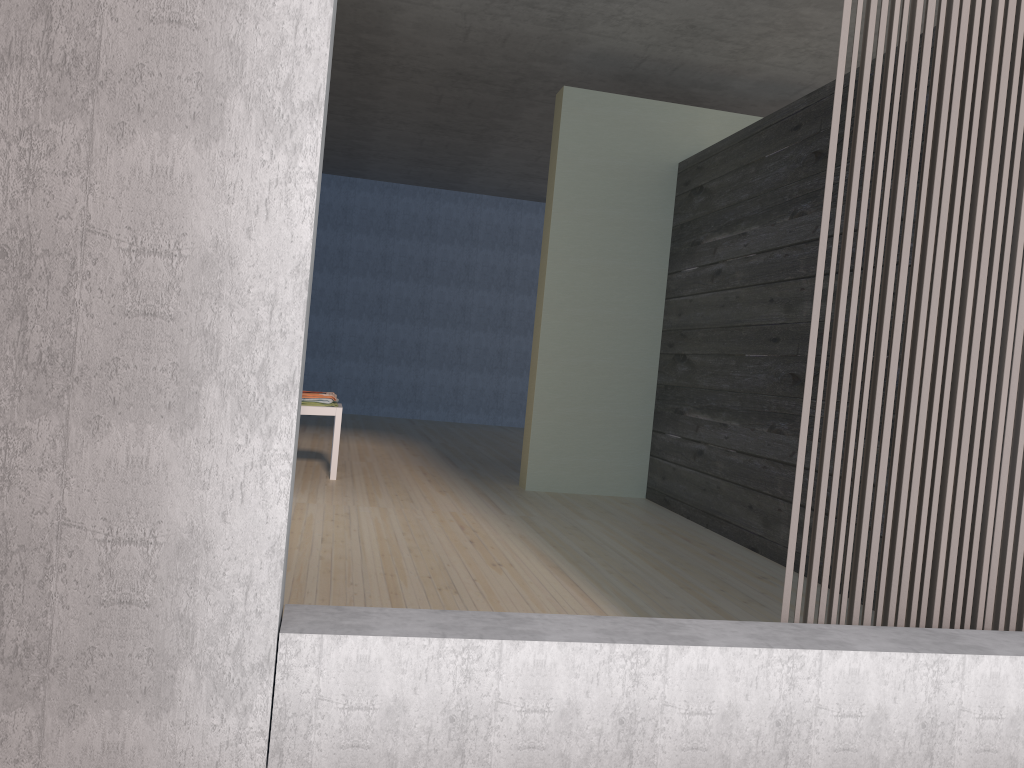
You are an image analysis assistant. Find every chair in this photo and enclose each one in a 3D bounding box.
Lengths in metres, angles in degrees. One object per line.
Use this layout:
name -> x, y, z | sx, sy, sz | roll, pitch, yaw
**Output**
chair -> -1.262, 0.194, 5.340 | 0.457, 0.697, 0.417 | 5, 1, -12

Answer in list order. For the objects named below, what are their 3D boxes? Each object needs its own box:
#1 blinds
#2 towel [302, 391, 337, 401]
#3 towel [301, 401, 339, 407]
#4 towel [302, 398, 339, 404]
blinds -> 1.264, -0.522, 2.127 | 1.133, 2.744, 0.069 | 5, 1, -11
towel -> -1.203, 0.069, 5.340 | 0.294, 0.046, 0.297 | 5, 1, -11
towel -> -1.201, 0.113, 5.341 | 0.307, 0.038, 0.297 | 5, 1, -13
towel -> -1.207, 0.092, 5.346 | 0.306, 0.047, 0.297 | 5, 1, -7
